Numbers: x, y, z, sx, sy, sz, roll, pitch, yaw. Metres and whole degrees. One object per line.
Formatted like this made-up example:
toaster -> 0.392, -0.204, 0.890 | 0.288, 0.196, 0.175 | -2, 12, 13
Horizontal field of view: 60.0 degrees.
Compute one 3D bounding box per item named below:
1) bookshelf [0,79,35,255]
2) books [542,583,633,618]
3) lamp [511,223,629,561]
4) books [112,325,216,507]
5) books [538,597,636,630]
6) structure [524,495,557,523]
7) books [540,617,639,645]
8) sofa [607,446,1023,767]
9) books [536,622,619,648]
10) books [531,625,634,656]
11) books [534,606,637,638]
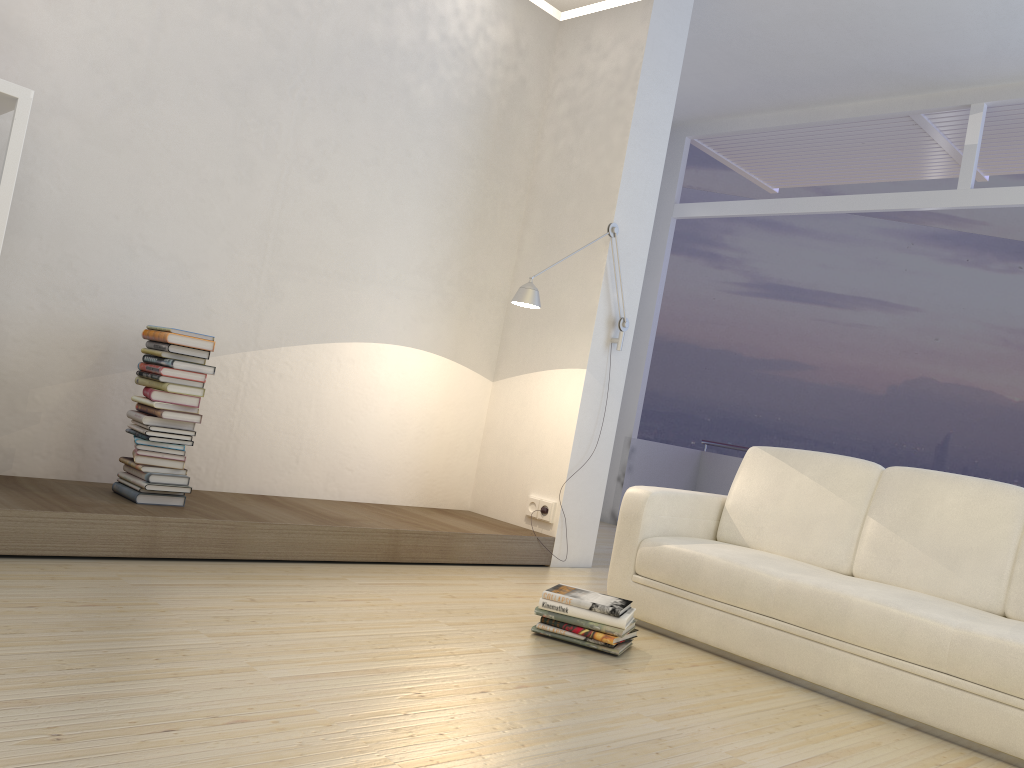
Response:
bookshelf -> -2.481, -0.469, 2.621 | 0.465, 1.396, 1.599 | 8, -3, 45
books -> 0.280, 0.795, 3.267 | 0.287, 0.025, 0.247 | 10, -2, 19
lamp -> 0.223, 0.006, 4.643 | 0.204, 1.841, 0.891 | 9, -3, 41
books -> -1.398, 0.127, 3.610 | 0.329, 0.694, 0.270 | 8, -3, 45
books -> 0.280, 0.827, 3.264 | 0.319, 0.038, 0.247 | 10, -2, 16
structure -> 0.154, 0.687, 4.875 | 0.206, 0.114, 0.028 | 8, -3, 45
books -> 0.286, 0.889, 3.252 | 0.287, 0.025, 0.247 | 9, -2, 30
sofa -> 1.522, 0.743, 3.368 | 2.166, 0.862, 0.941 | 8, -3, 45
books -> 0.260, 0.906, 3.263 | 0.287, 0.018, 0.247 | 10, -2, 19
books -> 0.262, 0.925, 3.260 | 0.328, 0.018, 0.247 | 10, -2, 21
books -> 0.274, 0.859, 3.263 | 0.328, 0.027, 0.247 | 10, -2, 21
